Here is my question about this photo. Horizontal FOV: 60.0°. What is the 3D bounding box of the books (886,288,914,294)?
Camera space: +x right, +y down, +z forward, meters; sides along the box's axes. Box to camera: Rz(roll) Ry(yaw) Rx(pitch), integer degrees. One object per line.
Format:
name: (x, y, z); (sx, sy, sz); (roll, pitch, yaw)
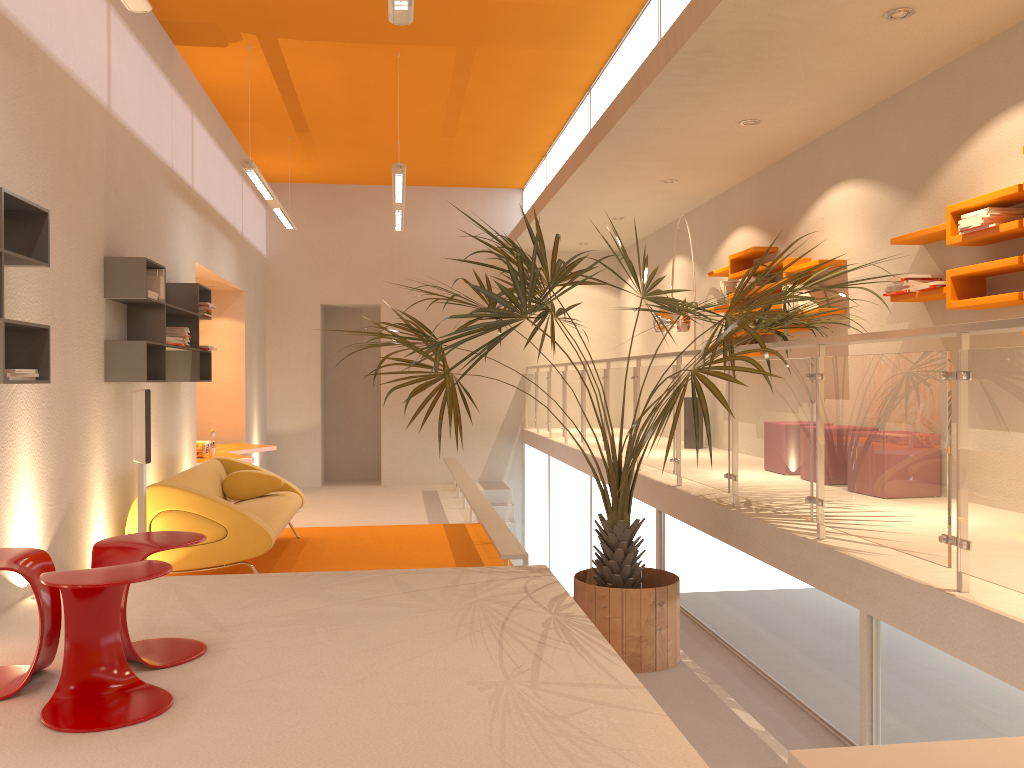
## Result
books: (2.441, -0.567, 5.413); (0.190, 0.011, 0.268); (0, 0, -6)

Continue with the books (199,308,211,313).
books: (-2.616, -0.607, 7.324); (0.190, 0.015, 0.254); (0, 0, -6)

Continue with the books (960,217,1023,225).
books: (2.546, -0.856, 4.692); (0.254, 0.015, 0.190); (0, 0, -6)

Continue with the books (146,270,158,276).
books: (-2.482, -0.658, 5.940); (0.207, 0.210, 0.021); (0, 0, -7)

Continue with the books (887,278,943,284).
books: (2.455, -0.628, 5.412); (0.254, 0.015, 0.190); (0, 0, -1)

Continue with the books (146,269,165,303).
books: (-2.479, -0.668, 6.015); (0.230, 0.227, 0.017); (0, 0, -7)

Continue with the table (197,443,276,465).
table: (-3.100, 1.099, 9.404); (0.969, 0.760, 2.573); (0, 0, -7)

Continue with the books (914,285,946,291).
books: (2.492, -0.555, 5.127); (0.254, 0.015, 0.190); (0, 0, -1)

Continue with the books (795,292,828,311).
books: (2.296, -0.631, 6.781); (0.230, 0.150, 0.091); (0, 0, -7)

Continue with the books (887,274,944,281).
books: (2.452, -0.644, 5.399); (0.226, 0.017, 0.230); (0, 0, -7)

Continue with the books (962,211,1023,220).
books: (2.549, -0.888, 4.710); (0.190, 0.015, 0.254); (0, 0, -1)

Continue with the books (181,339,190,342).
books: (-2.533, -0.325, 6.643); (0.190, 0.015, 0.254); (0, 0, -11)

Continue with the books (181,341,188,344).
books: (-2.534, -0.310, 6.635); (0.190, 0.015, 0.254); (0, 0, -16)

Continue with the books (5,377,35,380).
books: (-2.177, -0.023, 3.765); (0.190, 0.015, 0.254); (0, 0, -6)

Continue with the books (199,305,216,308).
books: (-2.598, -0.639, 7.322); (0.254, 0.015, 0.190); (0, 0, -1)

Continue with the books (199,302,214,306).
books: (-2.601, -0.655, 7.308); (0.226, 0.017, 0.230); (0, 0, -7)

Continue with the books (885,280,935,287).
books: (2.450, -0.612, 5.413); (0.230, 0.017, 0.227); (0, 0, -12)

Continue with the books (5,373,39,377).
books: (-2.175, -0.038, 3.773); (0.190, 0.015, 0.254); (0, 0, -1)

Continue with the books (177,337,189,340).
books: (-2.547, -0.341, 6.643); (0.230, 0.017, 0.226); (0, 0, -17)

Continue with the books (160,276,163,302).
books: (-2.473, -0.639, 5.965); (0.230, 0.169, 0.027); (0, 0, -7)

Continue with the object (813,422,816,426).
object: (2.190, 0.482, 6.771); (0.390, 0.377, 0.390); (0, 0, -7)

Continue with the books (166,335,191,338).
books: (-2.538, -0.356, 6.648); (0.210, 0.013, 0.297); (0, 0, -12)

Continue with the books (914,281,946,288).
books: (2.489, -0.571, 5.113); (0.226, 0.017, 0.230); (0, 0, -7)

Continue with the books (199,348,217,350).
books: (-2.597, -0.289, 7.331); (0.254, 0.015, 0.190); (0, 0, -1)

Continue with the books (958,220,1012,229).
books: (2.538, -0.841, 4.694); (0.254, 0.015, 0.190); (0, 0, -11)

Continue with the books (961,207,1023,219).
books: (2.562, -0.904, 4.707); (0.230, 0.017, 0.226); (0, 0, -7)

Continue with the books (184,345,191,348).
books: (-2.538, -0.285, 6.648); (0.210, 0.013, 0.297); (0, 0, -12)

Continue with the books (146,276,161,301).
books: (-2.463, -0.638, 5.911); (0.230, 0.169, 0.023); (0, 0, -7)

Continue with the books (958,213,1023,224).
books: (2.548, -0.872, 4.705); (0.227, 0.017, 0.230); (0, 0, -12)

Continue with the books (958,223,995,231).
books: (2.548, -0.828, 4.696); (0.268, 0.011, 0.190); (0, 0, -6)

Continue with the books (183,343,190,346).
books: (-2.538, -0.297, 6.644); (0.190, 0.011, 0.268); (0, 0, -11)

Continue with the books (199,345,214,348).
books: (-2.600, -0.305, 7.318); (0.226, 0.017, 0.230); (0, 0, -7)

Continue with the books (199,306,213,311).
books: (-2.603, -0.623, 7.323); (0.230, 0.017, 0.226); (0, 0, -12)

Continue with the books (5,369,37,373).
books: (-2.188, -0.054, 3.776); (0.230, 0.017, 0.227); (0, 0, -7)

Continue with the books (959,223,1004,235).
books: (2.554, -0.816, 4.691); (0.210, 0.013, 0.297); (0, 0, -7)

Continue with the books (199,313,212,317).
books: (-2.611, -0.567, 7.319); (0.210, 0.013, 0.297); (0, 0, -7)

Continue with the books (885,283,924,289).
books: (2.437, -0.595, 5.415); (0.190, 0.015, 0.254); (0, 0, -6)

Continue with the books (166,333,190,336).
books: (-2.538, -0.368, 6.644); (0.190, 0.011, 0.268); (0, 0, -11)

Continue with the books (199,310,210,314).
books: (-2.614, -0.592, 7.333); (0.190, 0.015, 0.254); (0, 0, -11)

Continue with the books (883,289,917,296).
books: (2.441, -0.555, 5.409); (0.210, 0.013, 0.297); (0, 0, -7)

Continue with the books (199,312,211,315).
books: (-2.611, -0.579, 7.323); (0.190, 0.011, 0.268); (0, 0, -6)

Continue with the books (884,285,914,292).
books: (2.438, -0.580, 5.423); (0.190, 0.015, 0.254); (0, 0, -11)
